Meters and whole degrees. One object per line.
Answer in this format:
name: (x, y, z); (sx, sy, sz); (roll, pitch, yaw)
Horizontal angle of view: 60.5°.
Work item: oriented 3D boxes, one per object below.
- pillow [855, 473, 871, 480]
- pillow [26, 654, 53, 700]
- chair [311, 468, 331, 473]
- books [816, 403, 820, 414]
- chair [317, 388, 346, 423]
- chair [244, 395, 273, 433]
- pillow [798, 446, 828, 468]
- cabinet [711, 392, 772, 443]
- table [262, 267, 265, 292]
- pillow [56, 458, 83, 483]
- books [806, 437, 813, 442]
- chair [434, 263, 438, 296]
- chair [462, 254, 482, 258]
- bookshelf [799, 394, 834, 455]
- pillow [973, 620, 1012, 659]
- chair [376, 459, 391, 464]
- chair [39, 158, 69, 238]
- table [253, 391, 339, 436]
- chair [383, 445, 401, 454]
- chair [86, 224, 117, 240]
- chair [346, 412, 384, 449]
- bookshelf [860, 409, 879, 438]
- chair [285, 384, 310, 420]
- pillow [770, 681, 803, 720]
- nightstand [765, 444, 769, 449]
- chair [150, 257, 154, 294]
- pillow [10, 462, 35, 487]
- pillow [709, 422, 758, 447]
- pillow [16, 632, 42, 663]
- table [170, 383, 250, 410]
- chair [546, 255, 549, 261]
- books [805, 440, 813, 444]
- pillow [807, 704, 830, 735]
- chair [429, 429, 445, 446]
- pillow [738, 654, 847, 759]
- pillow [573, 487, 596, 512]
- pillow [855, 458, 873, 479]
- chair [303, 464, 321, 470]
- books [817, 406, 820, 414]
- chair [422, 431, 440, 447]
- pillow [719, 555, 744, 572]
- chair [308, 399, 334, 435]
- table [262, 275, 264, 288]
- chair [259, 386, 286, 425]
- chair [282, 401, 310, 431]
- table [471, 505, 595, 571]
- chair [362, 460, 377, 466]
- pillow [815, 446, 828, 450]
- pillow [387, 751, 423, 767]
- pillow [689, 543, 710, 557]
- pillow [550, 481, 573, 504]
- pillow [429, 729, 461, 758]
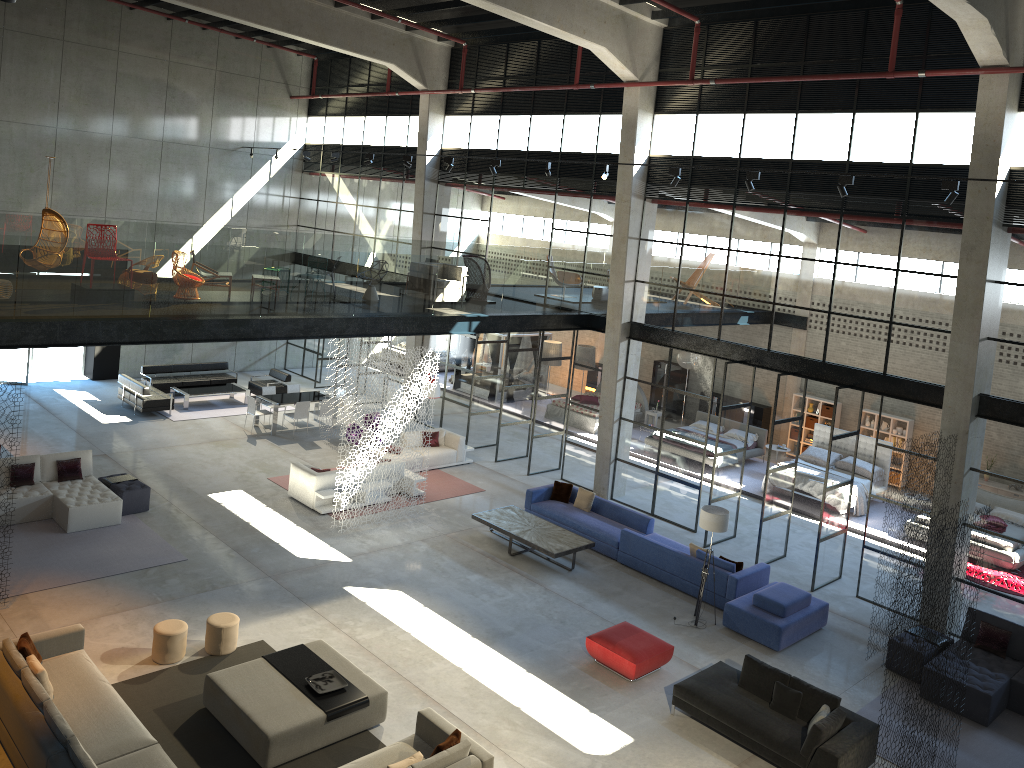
pillow: (8.079, 2.007, 20.309); (0.715, 0.327, 0.975); (-3, 14, -43)
pillow: (-4.940, 3.083, 9.181); (0.207, 0.378, 0.407); (1, 9, -45)
chair: (-3.633, 1.742, 16.753); (0.402, 0.332, 0.286); (6, 6, 0)
books: (8.260, 0.648, 23.526); (0.252, 0.317, 0.088); (0, 7, -45)
chair: (-4.620, 0.582, 22.542); (0.544, 0.863, 0.426); (1, 7, -45)
chair: (-6.081, 0.714, 21.113); (0.544, 0.863, 0.426); (1, 7, -45)
pillow: (7.312, 1.753, 20.851); (0.665, 0.370, 1.043); (-2, 13, -41)
cabinet: (6.396, 1.013, 25.390); (0.449, 1.147, 2.114); (2, 9, -44)
table: (-4.595, -2.007, 17.059); (0.395, 0.512, 0.415); (8, 7, 20)
pillow: (-7.763, 1.511, 15.405); (0.239, 0.341, 0.413); (11, 9, 44)
books: (8.093, 1.504, 23.647); (0.230, 0.054, 0.287); (-5, 15, -44)
chair: (-1.542, -2.043, 18.030); (0.982, 0.825, 0.816); (-2, 10, -44)
chair: (-0.824, -2.387, 19.746); (0.690, 0.978, 0.834); (8, 7, 15)
bookshelf: (8.110, 1.245, 23.620); (0.329, 1.742, 1.257); (3, 6, -45)
pillow: (6.800, 3.617, 12.413); (0.235, 0.341, 0.420); (1, 9, -43)
chair: (-2.653, 1.660, 17.641); (0.395, 0.319, 0.272); (-1, 10, -43)
chair: (-7.271, -2.651, 13.692); (0.641, 1.761, 0.600); (7, 4, 20)
table: (-5.357, 0.702, 21.830); (1.802, 0.750, 0.914); (-4, 13, -44)
chair: (-2.608, 1.425, 19.219); (0.415, 0.107, 0.413); (6, 11, 1)
chair: (-6.611, -2.086, 14.299); (0.645, 0.972, 0.670); (0, 8, -45)
chair: (-3.485, 1.079, 20.935); (0.796, 0.741, 0.665); (-1, 10, -44)
bookshelf: (9.418, 1.644, 22.282); (0.329, 1.742, 1.257); (3, 6, -45)
chair: (-5.497, 0.503, 22.480); (0.419, 0.863, 0.553); (1, 7, -45)
pillow: (3.218, 3.710, 10.298); (0.348, 0.304, 0.187); (13, 9, 43)
nightstand: (6.510, 1.916, 21.614); (0.604, 0.693, 0.606); (8, 7, 17)
chair: (-6.436, -1.924, 15.186); (0.745, 0.702, 0.523); (8, 6, 18)
pillow: (-8.302, 1.546, 14.889); (0.406, 0.373, 0.195); (-2, 9, -45)
pillow: (5.535, 1.264, 23.213); (0.548, 0.309, 1.958); (-3, 14, -44)
pillow: (-5.289, 2.968, 9.600); (0.258, 0.367, 0.406); (3, 8, -23)
table: (-8.000, 0.321, 23.253); (1.802, 0.403, 0.915); (-5, 14, -44)
chair: (1.381, -2.787, 22.806); (0.972, 1.019, 0.804); (4, 6, -16)
books: (8.087, 1.559, 23.650); (0.230, 0.054, 0.314); (-5, 15, -44)
pillow: (3.459, 3.811, 9.888); (0.209, 0.312, 0.343); (8, 8, 23)
chair: (-1.726, 1.245, 20.208); (0.379, 0.334, 0.257); (4, 6, -11)
pillow: (3.343, 3.721, 10.222); (0.740, 0.414, 1.613); (3, 11, -16)
pillow: (1.385, 2.223, 16.815); (0.206, 0.378, 0.407); (1, 9, -43)
pillow: (8.031, 1.916, 20.255); (0.691, 0.289, 0.995); (-3, 14, -42)
chair: (-3.806, 1.692, 16.963); (0.393, 0.269, 0.321); (9, 8, 20)
books: (8.284, 0.655, 23.502); (0.252, 0.317, 0.088); (0, 7, -45)
chair: (-1.855, 1.264, 20.050); (0.409, 0.332, 0.260); (4, 6, -12)
pillow: (3.525, 2.979, 14.149); (0.402, 0.368, 0.261); (9, 7, 24)
chair: (-4.705, 0.747, 21.663); (0.419, 0.863, 0.553); (1, 7, -45)
table: (-4.578, -1.790, 16.272); (0.469, 0.391, 0.643); (3, 9, -20)
chair: (-5.997, 0.548, 21.991); (0.419, 0.863, 0.553); (1, 7, -45)
chair: (-5.205, 0.792, 21.174); (0.419, 0.863, 0.553); (1, 7, -45)
table: (0.333, 2.735, 15.476); (1.027, 0.395, 2.096); (-4, 15, -44)
chair: (-2.893, 1.672, 17.456); (0.272, 0.315, 0.394); (10, 9, 32)
pillow: (7.596, 1.752, 20.996); (0.489, 0.319, 1.069); (-3, 13, -44)
pillow: (-1.048, 3.676, 8.226); (0.401, 0.378, 0.210); (-1, 8, -44)
pillow: (3.118, 2.861, 14.509); (0.206, 0.378, 0.407); (1, 9, -43)
pillow: (0.977, 2.114, 17.176); (0.402, 0.368, 0.261); (9, 7, 24)
pillow: (-0.687, 3.636, 8.638); (0.261, 0.367, 0.401); (8, 8, 23)
